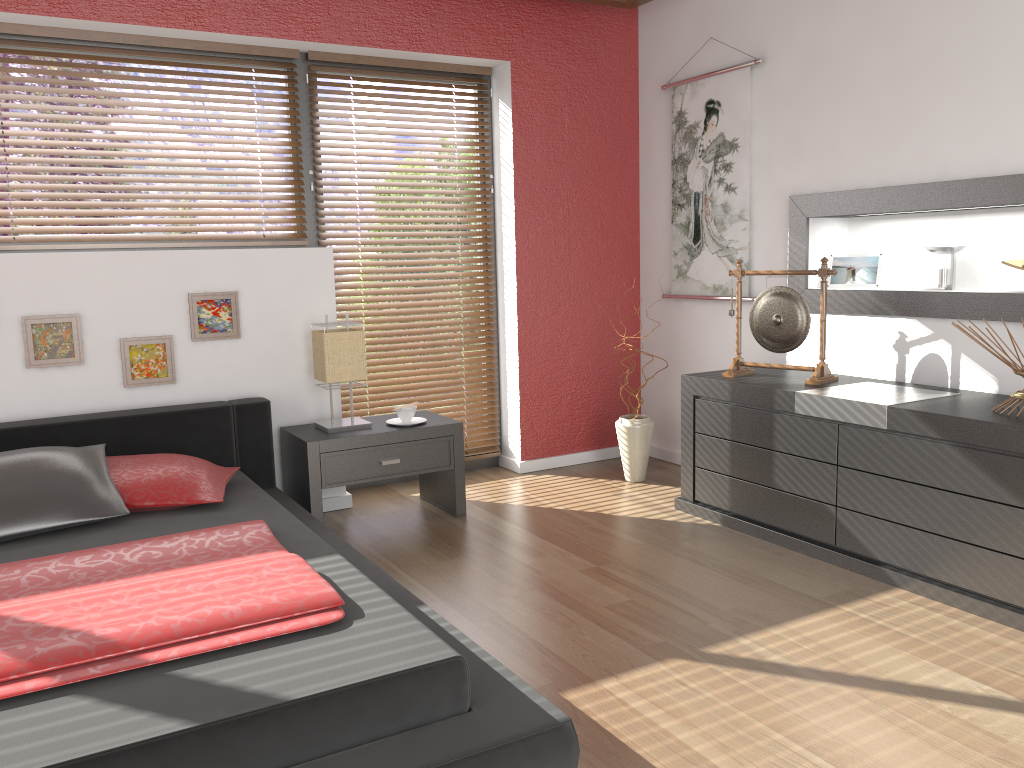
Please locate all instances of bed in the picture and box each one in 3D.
[{"bbox_3d":[-1.531,0.574,2.249,2.469,0.577,2.413,-6,9,-29],"label":"bed"}]

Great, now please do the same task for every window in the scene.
[{"bbox_3d":[-0.537,-0.602,4.527,0.889,1.893,0.020,-6,9,-29],"label":"window"},{"bbox_3d":[-2.243,-0.958,3.501,2.817,0.786,0.020,-6,9,-29],"label":"window"}]

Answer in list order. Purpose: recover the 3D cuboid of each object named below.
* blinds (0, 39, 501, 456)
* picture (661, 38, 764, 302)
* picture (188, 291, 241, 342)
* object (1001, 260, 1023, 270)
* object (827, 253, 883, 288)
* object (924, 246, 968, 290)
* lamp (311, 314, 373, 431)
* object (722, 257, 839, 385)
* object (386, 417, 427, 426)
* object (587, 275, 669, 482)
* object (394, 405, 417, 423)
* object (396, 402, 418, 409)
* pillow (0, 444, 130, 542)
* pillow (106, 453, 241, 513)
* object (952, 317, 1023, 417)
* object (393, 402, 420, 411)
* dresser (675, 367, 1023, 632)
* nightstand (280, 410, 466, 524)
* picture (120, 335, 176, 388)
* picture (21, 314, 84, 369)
[{"bbox_3d":[-2.197,-0.377,3.522,4.840,1.952,0.032,-6,9,-29],"label":"blinds"},{"bbox_3d":[0.972,-1.049,4.381,0.028,1.270,0.701,-6,9,-29],"label":"picture"},{"bbox_3d":[-1.255,-0.286,3.744,0.200,0.200,0.010,-6,9,-29],"label":"picture"},{"bbox_3d":[1.929,-0.377,3.098,0.181,0.116,0.350,-8,10,-39],"label":"object"},{"bbox_3d":[1.481,-0.491,3.839,0.226,0.146,0.041,5,11,40],"label":"object"},{"bbox_3d":[1.710,-0.458,3.506,0.159,0.171,0.159,1,9,19],"label":"object"},{"bbox_3d":[-0.743,-0.061,3.828,0.200,0.480,0.200,-6,9,-29],"label":"lamp"},{"bbox_3d":[1.101,-0.269,3.651,0.173,0.498,0.490,-9,11,-44],"label":"object"},{"bbox_3d":[-0.465,0.167,3.906,0.179,0.012,0.179,-2,8,-4],"label":"object"},{"bbox_3d":[0.560,-0.021,4.396,0.364,1.035,0.422,4,10,35],"label":"object"},{"bbox_3d":[-0.466,0.135,3.901,0.099,0.069,0.099,-2,8,-4],"label":"object"},{"bbox_3d":[-0.466,0.096,3.903,0.007,0.007,0.192,2,9,25],"label":"object"},{"bbox_3d":[-1.652,0.353,2.823,0.744,0.241,0.386,-7,10,-34],"label":"pillow"},{"bbox_3d":[-1.373,0.352,3.145,0.745,0.172,0.418,-3,8,-10],"label":"pillow"},{"bbox_3d":[1.634,-0.050,2.768,0.481,0.282,0.481,2,9,26],"label":"object"},{"bbox_3d":[-0.462,0.099,3.880,0.007,0.007,0.192,3,9,30],"label":"object"},{"bbox_3d":[1.384,0.327,3.309,0.540,0.608,1.740,-6,9,-29],"label":"dresser"},{"bbox_3d":[-0.608,0.389,3.916,0.700,0.423,0.413,-6,9,-29],"label":"nightstand"},{"bbox_3d":[-1.489,-0.093,3.633,0.200,0.200,0.010,-6,9,-29],"label":"picture"},{"bbox_3d":[-1.786,-0.168,3.453,0.200,0.200,0.010,-6,9,-29],"label":"picture"}]
